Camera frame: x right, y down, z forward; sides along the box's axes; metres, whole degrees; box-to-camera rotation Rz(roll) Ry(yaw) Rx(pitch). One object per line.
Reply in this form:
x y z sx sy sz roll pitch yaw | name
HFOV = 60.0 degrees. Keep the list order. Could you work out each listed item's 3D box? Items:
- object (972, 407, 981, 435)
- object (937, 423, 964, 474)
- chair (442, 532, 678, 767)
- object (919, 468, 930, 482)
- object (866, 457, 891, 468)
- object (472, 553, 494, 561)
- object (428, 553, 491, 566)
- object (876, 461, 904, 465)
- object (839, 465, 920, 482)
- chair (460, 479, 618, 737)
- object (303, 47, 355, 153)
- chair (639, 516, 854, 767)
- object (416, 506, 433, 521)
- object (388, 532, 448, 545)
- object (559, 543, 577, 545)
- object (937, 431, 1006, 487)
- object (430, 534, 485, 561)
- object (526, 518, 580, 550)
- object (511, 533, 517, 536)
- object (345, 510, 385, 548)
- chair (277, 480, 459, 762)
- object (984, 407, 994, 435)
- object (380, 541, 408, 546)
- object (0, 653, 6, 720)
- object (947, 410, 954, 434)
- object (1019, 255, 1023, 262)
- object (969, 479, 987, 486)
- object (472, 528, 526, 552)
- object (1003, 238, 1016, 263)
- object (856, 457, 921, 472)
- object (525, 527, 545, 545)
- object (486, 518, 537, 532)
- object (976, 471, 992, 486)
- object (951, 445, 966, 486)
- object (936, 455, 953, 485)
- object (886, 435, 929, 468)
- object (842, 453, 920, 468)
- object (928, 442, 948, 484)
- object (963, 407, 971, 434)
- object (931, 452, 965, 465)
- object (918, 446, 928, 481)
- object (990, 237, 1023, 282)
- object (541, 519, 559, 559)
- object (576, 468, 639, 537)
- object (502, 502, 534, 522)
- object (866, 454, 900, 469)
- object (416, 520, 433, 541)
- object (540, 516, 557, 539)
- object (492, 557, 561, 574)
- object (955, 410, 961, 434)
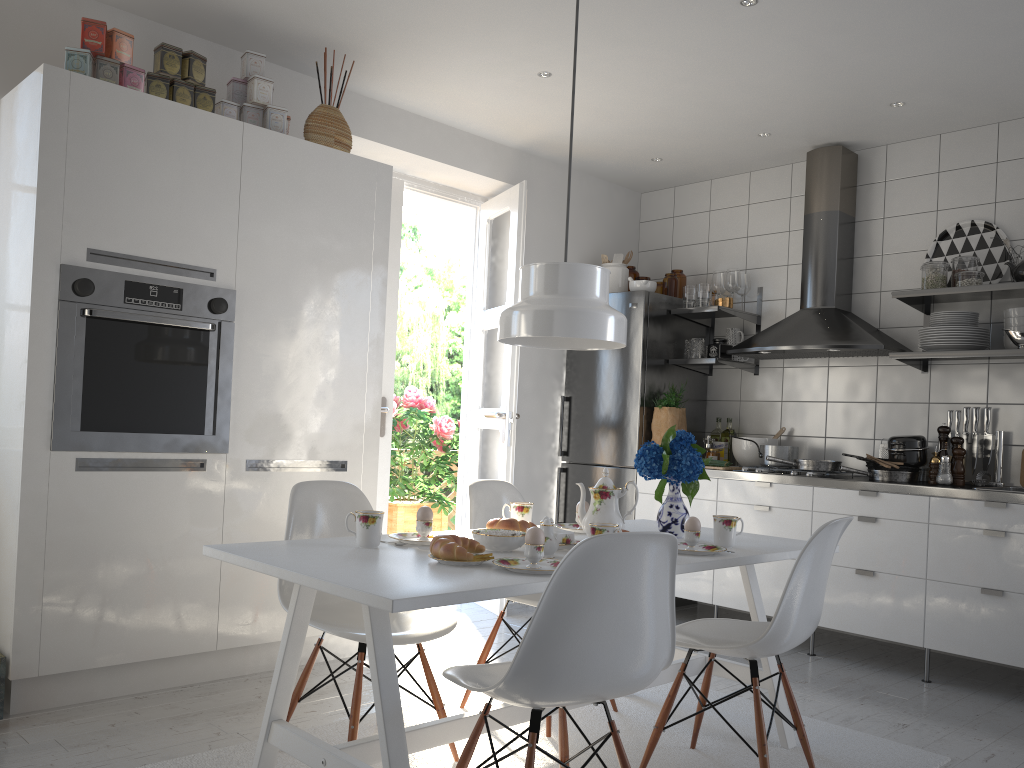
2.203 0.174 4.207 0.022 0.132 0.033 3 -1 -40 | object
2.030 0.323 4.109 0.061 0.282 0.123 3 -1 -39 | object
0.106 0.702 2.006 0.465 0.800 0.542 3 -2 -30 | chair
1.998 0.438 4.297 0.066 0.067 0.053 3 -2 7 | object
1.721 0.368 4.166 0.064 0.044 0.335 2 -3 13 | object
-0.095 0.423 2.162 0.109 0.036 0.070 3 -2 4 | object
-0.127 0.431 2.175 0.158 0.016 0.158 2 -3 16 | object
1.771 0.375 4.178 0.065 0.021 0.336 2 -3 10 | object
1.762 0.428 4.245 0.351 0.060 0.232 1 -3 25 | object
0.087 0.759 3.168 0.542 0.800 0.465 2 -2 40 | chair
-0.751 -1.146 3.654 0.230 0.452 0.091 4 -1 -43 | object
0.671 0.755 2.541 0.542 0.800 0.465 2 -2 35 | chair
-0.249 0.379 2.527 0.048 0.063 0.048 4 -2 -40 | object
-0.252 0.443 2.527 0.201 0.016 0.201 3 -3 1 | object
0.110 0.444 2.481 0.180 0.001 0.022 2 -3 20 | object
2.180 0.349 4.222 0.067 0.260 0.321 3 -2 -44 | object
-0.140 0.402 2.186 0.124 0.057 0.161 2 -3 11 | object
0.110 0.427 2.553 0.140 0.083 0.186 5 -3 -44 | object
0.003 0.409 2.384 0.031 0.032 0.138 3 -3 1 | object
-0.387 0.389 2.371 0.091 0.095 0.078 2 -2 33 | object
-0.445 0.708 2.653 0.465 0.800 0.542 4 -2 -45 | chair
2.242 0.174 4.166 0.022 0.132 0.046 3 -1 -40 | object
-0.335 0.437 2.450 0.139 0.011 0.032 0 -4 43 | object
-1.855 0.951 2.799 0.374 0.203 0.319 5 -3 -44 | object
2.122 0.184 4.292 0.027 0.114 0.019 2 -1 41 | object
2.337 -0.505 4.061 0.023 0.186 0.080 2 -1 20 | object
2.150 0.453 4.090 0.070 0.031 0.072 5 -4 -44 | object
-0.033 0.427 2.431 0.158 0.058 0.158 1 -3 36 | object
2.279 -0.541 4.018 0.021 0.249 0.113 3 -1 -39 | object
1.762 0.392 4.215 0.347 0.082 0.243 3 -3 -2 | object
0.055 0.373 2.120 0.048 0.063 0.048 4 -2 -40 | object
-0.003 0.434 2.700 0.161 0.057 0.124 2 -3 11 | object
2.204 0.439 4.131 0.029 0.068 0.069 4 -2 -39 | object
2.026 0.367 4.021 0.058 0.184 0.058 3 -1 -15 | object
1.953 0.387 3.999 0.069 0.135 0.069 2 -1 26 | object
1.869 0.318 4.193 0.190 0.159 0.197 2 -2 7 | object
1.771 0.378 4.206 0.356 0.080 0.246 5 -3 -36 | object
1.956 0.362 4.065 0.080 0.192 0.058 2 -1 35 | object
2.174 0.175 4.238 0.022 0.132 0.033 3 -1 -40 | object
2.060 0.398 4.207 0.115 0.144 0.127 3 -2 -5 | object
2.006 0.377 4.404 0.081 0.201 0.101 3 -1 -24 | object
2.365 -0.552 3.996 0.377 0.279 0.198 2 -2 28 | object
0.091 0.406 2.336 0.065 0.102 0.069 4 -2 -44 | object
0.287 0.369 2.699 0.140 0.230 0.149 3 -1 -26 | object
0.026 0.434 2.879 0.078 0.095 0.091 1 -2 45 | object
1.737 0.362 4.164 0.059 0.060 0.334 3 -3 4 | object
-0.250 0.416 2.527 0.048 0.057 0.048 3 -2 -3 | object
0.091 0.410 2.404 0.065 0.102 0.069 4 -2 -44 | object
0.052 0.437 2.119 0.201 0.016 0.201 4 -3 -29 | object
2.147 0.184 4.266 0.027 0.114 0.019 2 -1 41 | object
